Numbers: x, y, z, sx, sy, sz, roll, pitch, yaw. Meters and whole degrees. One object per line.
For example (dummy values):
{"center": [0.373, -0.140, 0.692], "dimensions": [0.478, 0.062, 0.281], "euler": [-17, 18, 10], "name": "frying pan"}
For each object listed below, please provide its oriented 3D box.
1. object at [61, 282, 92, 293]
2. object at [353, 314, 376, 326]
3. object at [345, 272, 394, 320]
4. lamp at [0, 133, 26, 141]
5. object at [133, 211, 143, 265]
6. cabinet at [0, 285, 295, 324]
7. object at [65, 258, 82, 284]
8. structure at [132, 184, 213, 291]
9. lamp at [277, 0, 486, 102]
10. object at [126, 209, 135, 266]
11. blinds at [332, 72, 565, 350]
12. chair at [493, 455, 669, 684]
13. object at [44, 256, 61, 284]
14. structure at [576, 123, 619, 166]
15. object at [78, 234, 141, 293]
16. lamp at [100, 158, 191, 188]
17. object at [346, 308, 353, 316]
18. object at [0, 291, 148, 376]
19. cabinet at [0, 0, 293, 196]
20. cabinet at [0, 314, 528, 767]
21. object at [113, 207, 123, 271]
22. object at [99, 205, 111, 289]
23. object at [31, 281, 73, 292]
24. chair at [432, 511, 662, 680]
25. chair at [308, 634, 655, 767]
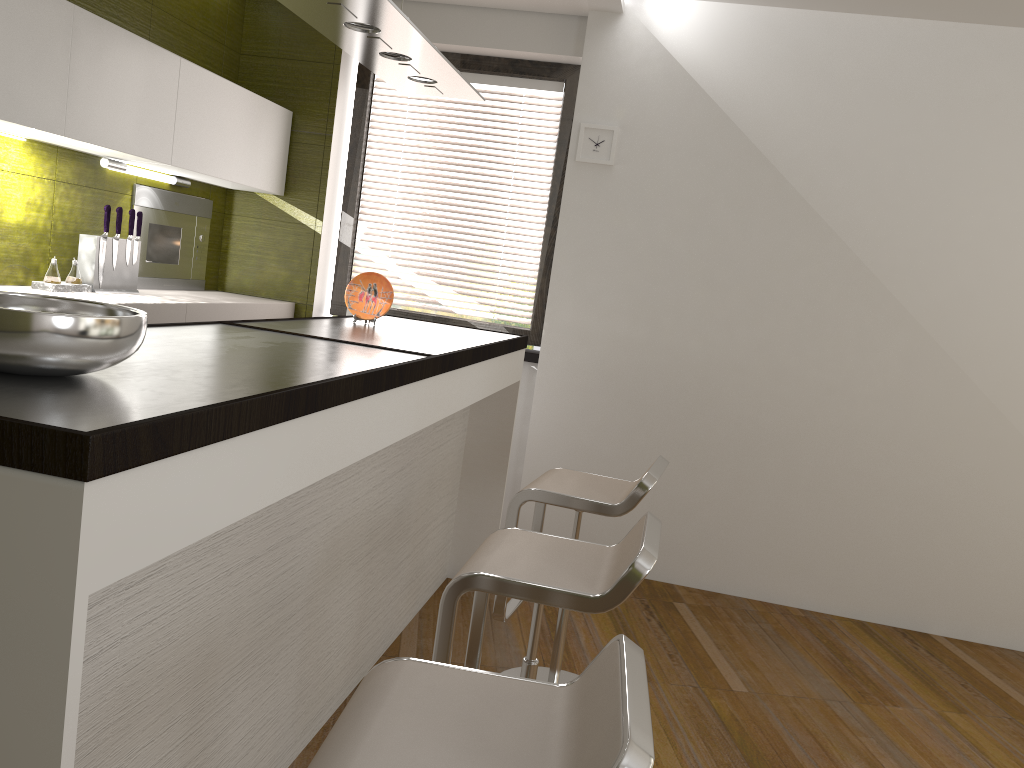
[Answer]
{"center": [-1.726, -0.381, 3.490], "dimensions": [0.107, 0.032, 0.107], "euler": [11, 7, 21], "name": "object"}
{"center": [-0.531, -0.288, 3.279], "dimensions": [0.088, 0.131, 0.072], "euler": [9, 7, 5], "name": "object"}
{"center": [-0.527, -0.325, 3.276], "dimensions": [0.184, 0.178, 0.055], "euler": [9, 7, 6], "name": "object"}
{"center": [-1.819, -0.881, 3.096], "dimensions": [0.008, 0.008, 0.334], "euler": [9, 7, 10], "name": "lamp"}
{"center": [-1.594, -0.618, 3.767], "dimensions": [0.013, 0.231, 0.040], "euler": [9, 7, 10], "name": "object"}
{"center": [-1.716, 0.201, 3.354], "dimensions": [0.465, 1.086, 2.940], "euler": [9, 7, 10], "name": "cabinet"}
{"center": [-1.718, -0.435, 3.483], "dimensions": [0.059, 0.121, 0.059], "euler": [5, 7, -23], "name": "object"}
{"center": [-1.638, -0.685, 4.281], "dimensions": [0.015, 0.469, 0.663], "euler": [9, 7, 10], "name": "structure"}
{"center": [-0.361, -1.304, 2.378], "dimensions": [0.326, 0.683, 1.677], "euler": [9, 7, 10], "name": "lamp"}
{"center": [-1.603, -0.612, 3.718], "dimensions": [0.013, 0.243, 0.036], "euler": [9, 7, 10], "name": "object"}
{"center": [-2.235, -4.192, 7.785], "dimensions": [16.000, 12.704, 9.030], "euler": [2, 9, -40], "name": "blinds"}
{"center": [0.210, 0.638, 2.930], "dimensions": [0.460, 0.857, 0.418], "euler": [10, 7, 15], "name": "chair"}
{"center": [-1.731, -0.421, 3.346], "dimensions": [0.059, 0.121, 0.059], "euler": [3, 8, -34], "name": "object"}
{"center": [0.407, -1.142, 4.228], "dimensions": [0.180, 0.180, 0.026], "euler": [9, 7, 10], "name": "structure"}
{"center": [-1.671, -0.494, 3.679], "dimensions": [0.107, 0.227, 0.293], "euler": [9, 7, 10], "name": "object"}
{"center": [-1.618, -0.936, 3.957], "dimensions": [0.095, 0.041, 0.716], "euler": [9, 7, 9], "name": "lamp"}
{"center": [-0.812, -0.397, 4.669], "dimensions": [0.106, 0.169, 0.057], "euler": [8, 7, 4], "name": "object"}
{"center": [-0.729, -0.073, 1.356], "dimensions": [0.311, 0.105, 0.311], "euler": [11, 7, 22], "name": "object"}
{"center": [-1.815, -0.287, 3.056], "dimensions": [0.724, 2.089, 3.471], "euler": [9, 7, 10], "name": "cabinet"}
{"center": [-0.598, 0.429, 2.546], "dimensions": [0.663, 1.134, 2.947], "euler": [9, 7, 10], "name": "cabinet"}
{"center": [-1.621, -0.594, 3.632], "dimensions": [0.013, 0.264, 0.042], "euler": [9, 7, 10], "name": "object"}
{"center": [-1.641, -0.550, 3.559], "dimensions": [0.013, 0.339, 0.046], "euler": [9, 7, 10], "name": "object"}
{"center": [-1.739, -0.367, 3.352], "dimensions": [0.107, 0.032, 0.107], "euler": [9, 7, 10], "name": "object"}
{"center": [0.057, 0.715, 2.101], "dimensions": [0.460, 0.857, 0.418], "euler": [9, 7, 10], "name": "chair"}
{"center": [-0.097, 0.792, 1.272], "dimensions": [0.460, 0.857, 0.418], "euler": [9, 7, 5], "name": "chair"}
